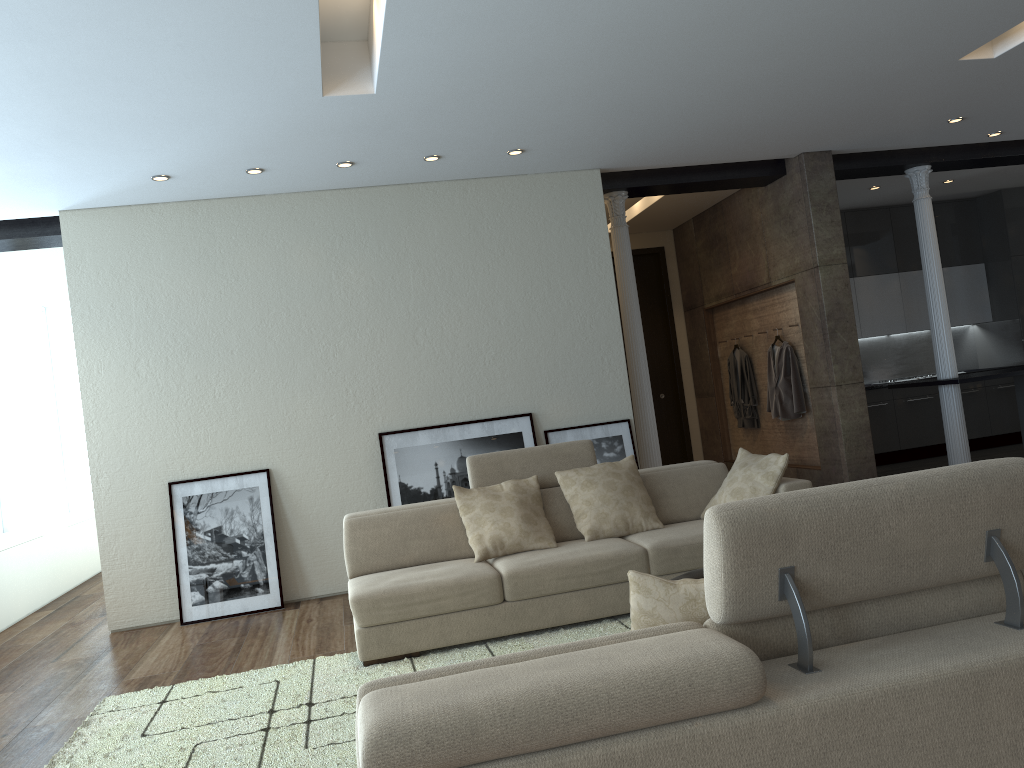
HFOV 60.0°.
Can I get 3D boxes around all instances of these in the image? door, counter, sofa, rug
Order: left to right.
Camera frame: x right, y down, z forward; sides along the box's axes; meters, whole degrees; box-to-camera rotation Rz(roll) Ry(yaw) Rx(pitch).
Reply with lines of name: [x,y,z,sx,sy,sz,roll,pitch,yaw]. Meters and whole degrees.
sofa: [0.337,0.826,5.130,2.581,0.950,1.021,-7,-1,-11]
rug: [0.296,1.258,3.433,4.231,0.020,2.972,-7,-1,-11]
door: [1.422,-0.129,10.240,1.037,2.814,0.246,-7,-1,-11]
sofa: [0.909,0.679,2.243,2.581,0.950,1.021,-7,-1,-11]
counter: [4.213,0.122,10.383,3.597,0.223,0.807,-7,-1,-11]
counter: [5.537,-0.222,8.470,3.700,0.040,1.000,-7,-1,-11]

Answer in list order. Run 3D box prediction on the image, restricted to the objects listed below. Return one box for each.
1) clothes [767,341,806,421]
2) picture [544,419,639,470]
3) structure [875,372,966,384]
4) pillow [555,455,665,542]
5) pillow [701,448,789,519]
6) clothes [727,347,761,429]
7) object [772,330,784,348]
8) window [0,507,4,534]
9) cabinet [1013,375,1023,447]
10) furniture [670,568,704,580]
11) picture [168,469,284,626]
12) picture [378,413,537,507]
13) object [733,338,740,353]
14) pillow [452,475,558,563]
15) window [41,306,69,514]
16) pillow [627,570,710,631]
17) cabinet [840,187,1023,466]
clothes: [2.525,-0.025,8.302,0.173,0.735,0.700,-7,-1,-13]
picture: [0.669,0.804,6.844,0.700,0.988,0.195,-7,-1,-11]
structure: [4.794,-0.063,10.464,0.900,0.066,0.520,-7,-1,-11]
pillow: [0.564,0.667,5.197,0.534,0.439,0.301,-7,-1,-15]
pillow: [1.353,0.584,5.115,0.395,0.393,0.518,-7,-1,-15]
clothes: [2.363,0.044,9.183,0.141,0.855,0.569,-7,-1,-11]
object: [2.491,-0.412,8.304,0.010,0.219,0.430,-7,-1,-11]
window: [-4.602,0.193,7.329,0.123,2.400,1.373,-7,-1,-11]
cabinet: [5.431,0.263,8.424,0.642,0.897,0.900,-7,-1,-11]
furniture: [1.125,0.966,3.636,1.057,0.355,1.057,-7,-1,-10]
picture: [-2.030,1.145,6.294,0.700,0.988,0.195,-7,-1,-11]
picture: [-0.330,0.855,6.630,1.183,1.140,0.225,-7,-1,-11]
object: [2.327,-0.368,9.190,0.010,0.219,0.430,-7,-1,-11]
pillow: [-0.039,0.754,5.060,0.519,0.416,0.368,-7,-1,-16]
window: [-4.999,0.295,9.330,0.123,2.400,1.289,-7,-1,-11]
pillow: [0.533,0.606,2.171,0.519,0.416,0.368,-7,-1,-7]
cabinet: [5.977,-0.808,10.770,7.409,2.980,0.827,-7,-1,-11]
